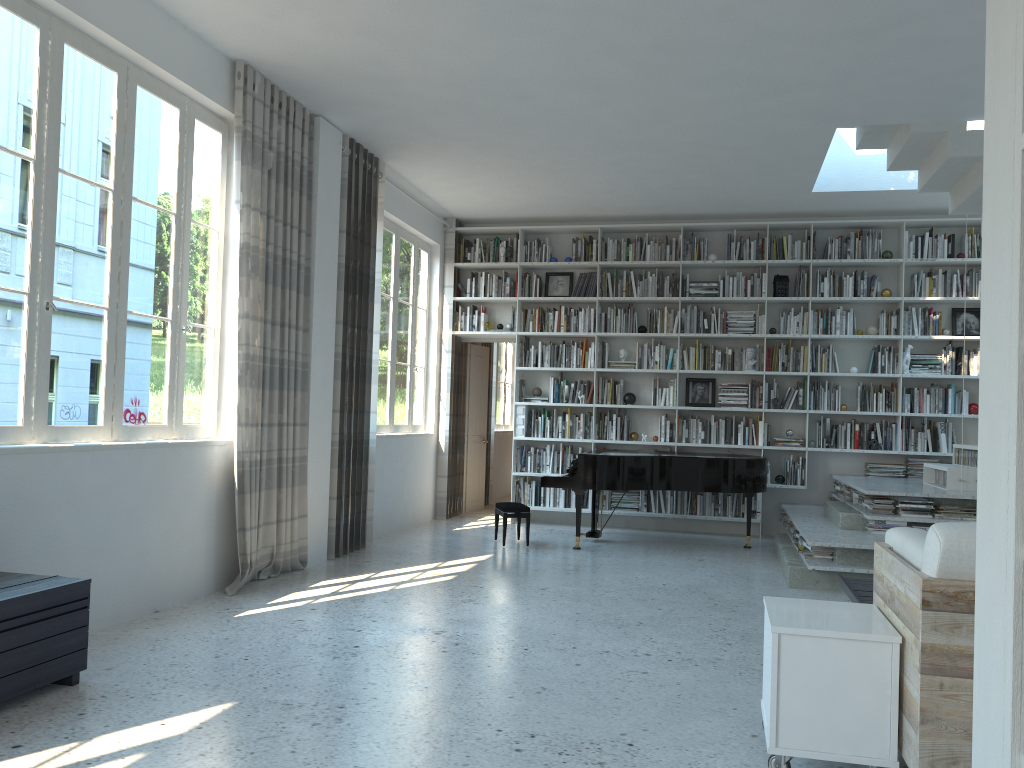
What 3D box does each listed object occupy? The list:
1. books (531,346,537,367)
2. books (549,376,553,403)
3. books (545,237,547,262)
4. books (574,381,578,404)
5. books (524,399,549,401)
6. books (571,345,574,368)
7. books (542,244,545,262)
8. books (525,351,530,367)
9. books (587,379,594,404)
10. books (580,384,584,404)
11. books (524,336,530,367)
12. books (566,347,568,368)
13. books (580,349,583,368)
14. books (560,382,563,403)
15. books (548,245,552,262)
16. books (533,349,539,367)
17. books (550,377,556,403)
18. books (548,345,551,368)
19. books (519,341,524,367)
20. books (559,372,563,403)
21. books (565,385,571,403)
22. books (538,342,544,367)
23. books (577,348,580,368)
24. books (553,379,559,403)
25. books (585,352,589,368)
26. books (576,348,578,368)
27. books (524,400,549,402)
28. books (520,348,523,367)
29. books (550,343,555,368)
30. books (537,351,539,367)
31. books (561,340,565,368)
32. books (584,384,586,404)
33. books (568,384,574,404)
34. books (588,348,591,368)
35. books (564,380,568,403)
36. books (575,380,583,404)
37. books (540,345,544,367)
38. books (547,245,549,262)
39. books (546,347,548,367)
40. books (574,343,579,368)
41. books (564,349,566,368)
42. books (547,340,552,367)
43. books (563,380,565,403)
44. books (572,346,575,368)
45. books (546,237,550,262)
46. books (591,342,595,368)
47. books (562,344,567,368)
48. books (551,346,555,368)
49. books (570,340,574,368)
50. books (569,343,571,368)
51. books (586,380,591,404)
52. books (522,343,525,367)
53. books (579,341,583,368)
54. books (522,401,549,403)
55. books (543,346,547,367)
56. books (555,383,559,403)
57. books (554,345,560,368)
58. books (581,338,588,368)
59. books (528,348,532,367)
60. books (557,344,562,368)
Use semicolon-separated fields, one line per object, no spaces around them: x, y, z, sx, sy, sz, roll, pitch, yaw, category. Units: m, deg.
0.237;-0.285;9.465;0.022;0.235;0.177;2;-2;13;books
0.421;0.063;9.420;0.012;0.285;0.159;2;-2;13;books
0.374;-1.416;9.489;0.007;0.301;0.145;2;-2;13;books
0.673;0.090;9.372;0.013;0.242;0.141;2;-2;13;books
0.267;0.171;9.457;0.254;0.012;0.161;1;-2;10;books
0.645;-0.282;9.391;0.011;0.251;0.139;2;-2;13;books
0.354;-1.373;9.472;0.021;0.213;0.173;2;-2;13;books
0.182;-0.259;9.476;0.037;0.182;0.189;1;-2;13;books
0.843;0.075;9.282;0.082;0.276;0.228;1;-2;13;books
0.747;0.108;9.331;0.030;0.207;0.172;2;-2;13;books
0.159;-0.336;9.477;0.012;0.333;0.184;2;-2;13;books
0.595;-0.273;9.385;0.013;0.229;0.177;2;-2;13;books
0.741;-0.256;9.356;0.013;0.203;0.161;2;-2;13;books
0.537;0.093;9.409;0.030;0.231;0.148;2;-2;13;books
0.410;-1.369;9.484;0.013;0.210;0.136;2;-2;13;books
0.259;-0.269;9.449;0.028;0.203;0.188;2;-2;13;books
0.438;0.069;9.414;0.024;0.273;0.150;2;-2;13;books
0.412;-0.287;9.422;0.021;0.247;0.189;2;-2;13;books
0.105;-0.312;9.518;0.012;0.285;0.159;2;-2;13;books
0.517;0.040;9.409;0.011;0.336;0.153;2;-2;13;books
0.589;0.113;9.357;0.029;0.190;0.189;2;-2;13;books
0.311;-0.305;9.461;0.023;0.281;0.174;2;-2;13;books
0.713;-0.265;9.373;0.021;0.220;0.148;2;-2;13;books
0.466;0.079;9.415;0.031;0.255;0.143;2;-2;13;books
0.797;-0.245;9.346;0.030;0.183;0.152;2;-2;13;books
0.696;-0.264;9.373;0.012;0.217;0.160;2;-2;13;books
0.267;0.184;9.461;0.254;0.012;0.161;1;-2;14;books
0.120;-0.274;9.504;0.026;0.209;0.155;2;-2;13;books
0.432;-0.297;9.436;0.011;0.271;0.158;2;-2;13;books
0.293;-0.258;9.487;0.021;0.187;0.129;2;-2;13;books
0.543;-0.309;9.401;0.013;0.299;0.151;2;-2;13;books
0.777;0.109;9.334;0.027;0.209;0.143;2;-2;13;books
0.639;0.103;9.380;0.056;0.214;0.143;1;-2;13;books
0.827;-0.264;9.340;0.031;0.223;0.145;2;-2;13;books
0.573;0.083;9.374;0.011;0.250;0.172;2;-2;13;books
0.705;0.084;9.349;0.060;0.255;0.158;1;-2;13;books
0.325;-0.288;9.448;0.011;0.246;0.176;2;-2;13;books
0.395;-1.366;9.477;0.014;0.202;0.170;2;-2;13;books
0.386;-0.278;9.438;0.014;0.229;0.148;2;-2;13;books
0.681;-0.294;9.363;0.015;0.275;0.157;2;-2;13;books
0.581;-0.261;9.402;0.021;0.205;0.130;2;-2;13;books
0.399;-0.310;9.434;0.011;0.293;0.183;2;-2;13;books
0.562;0.084;9.396;0.022;0.249;0.129;2;-2;13;books
0.666;-0.277;9.396;0.028;0.242;0.131;2;-2;13;books
0.387;-1.411;9.498;0.015;0.293;0.131;2;-2;13;books
0.857;-0.295;9.339;0.027;0.286;0.148;2;-2;13;books
0.561;-0.287;9.407;0.021;0.256;0.156;2;-2;13;books
0.444;-0.281;9.415;0.024;0.237;0.167;2;-2;13;books
0.637;-0.309;9.399;0.011;0.304;0.130;2;-2;13;books
0.622;-0.294;9.386;0.012;0.272;0.145;2;-2;13;books
0.802;0.088;9.332;0.021;0.251;0.154;2;-2;13;books
0.140;-0.302;9.483;0.027;0.266;0.176;2;-2;13;books
0.732;-0.301;9.375;0.015;0.292;0.144;2;-2;13;books
0.266;0.195;9.456;0.285;0.012;0.159;1;-2;16;books
0.359;-0.284;9.464;0.049;0.243;0.139;1;-2;13;books
0.488;0.102;9.379;0.029;0.208;0.189;2;-2;13;books
0.479;-0.282;9.416;0.023;0.242;0.184;2;-2;13;books
0.767;-0.317;9.352;0.035;0.325;0.170;2;-2;13;books
0.210;-0.271;9.488;0.042;0.208;0.143;2;-2;13;books
0.517;-0.288;9.425;0.048;0.256;0.141;2;-2;13;books
